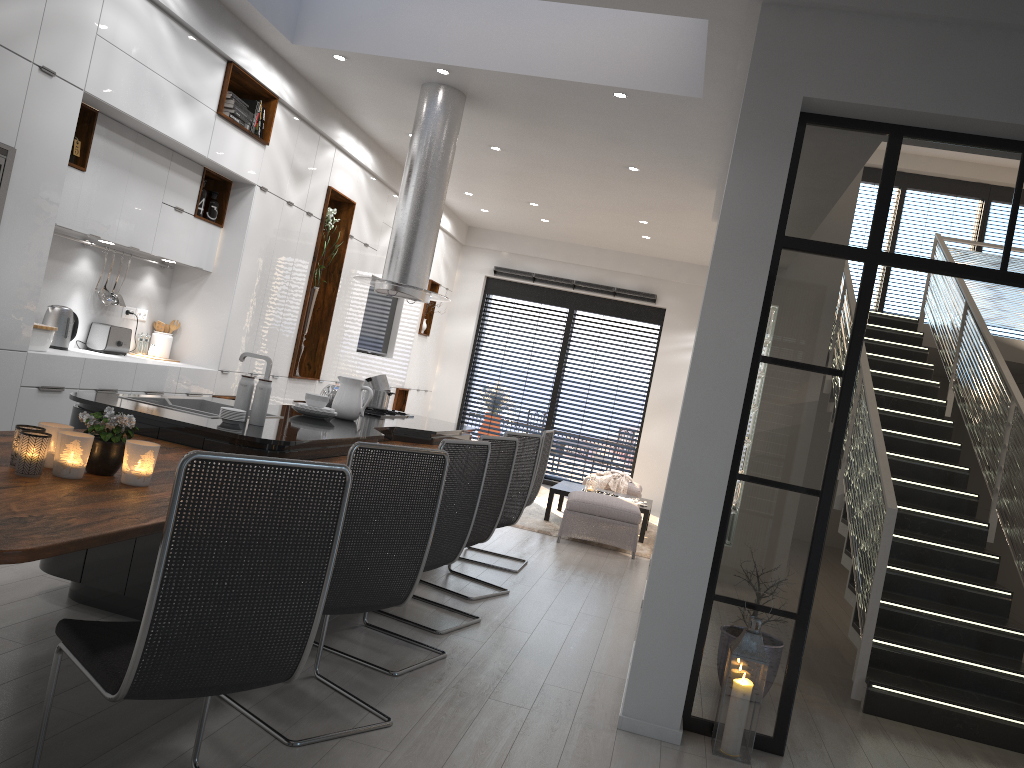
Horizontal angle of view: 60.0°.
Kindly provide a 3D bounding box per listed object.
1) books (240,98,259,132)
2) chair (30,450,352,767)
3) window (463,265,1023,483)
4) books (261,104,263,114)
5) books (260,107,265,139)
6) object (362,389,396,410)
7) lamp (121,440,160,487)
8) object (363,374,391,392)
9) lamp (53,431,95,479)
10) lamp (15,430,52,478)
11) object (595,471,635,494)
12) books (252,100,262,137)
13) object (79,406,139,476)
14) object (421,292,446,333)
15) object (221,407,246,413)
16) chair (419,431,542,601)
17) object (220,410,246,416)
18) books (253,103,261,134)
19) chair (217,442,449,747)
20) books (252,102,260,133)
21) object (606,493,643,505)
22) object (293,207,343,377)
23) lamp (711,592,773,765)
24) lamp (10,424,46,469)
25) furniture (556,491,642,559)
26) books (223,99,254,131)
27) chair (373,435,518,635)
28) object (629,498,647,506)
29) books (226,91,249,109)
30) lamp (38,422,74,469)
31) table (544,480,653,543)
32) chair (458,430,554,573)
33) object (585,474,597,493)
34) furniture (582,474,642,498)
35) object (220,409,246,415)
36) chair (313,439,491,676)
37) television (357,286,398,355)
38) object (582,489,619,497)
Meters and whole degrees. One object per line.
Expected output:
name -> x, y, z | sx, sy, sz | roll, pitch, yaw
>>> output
books -> -1.991, -1.975, 6.563 | 0.197, 0.269, 0.025 | 11, -1, 11
chair -> -0.851, 0.641, 2.317 | 0.469, 1.019, 0.538 | 12, -1, -44
window -> 3.871, -0.596, 12.313 | 8.573, 5.064, 0.462 | 11, -1, 10
books -> -1.985, -1.984, 6.672 | 0.204, 0.275, 0.020 | 11, -1, 11
books -> -1.969, -1.975, 6.723 | 0.211, 0.267, 0.025 | 11, -1, 11
object -> -1.040, 0.106, 6.623 | 0.252, 0.147, 0.266 | 12, 0, -36
lamp -> -1.104, 0.235, 2.624 | 0.096, 0.124, 0.095 | 11, -1, 44
object -> -1.031, 0.020, 6.623 | 0.255, 0.212, 0.250 | 12, -1, -44
lamp -> -1.260, 0.204, 2.538 | 0.095, 0.124, 0.095 | 11, -1, 4
lamp -> -1.326, 0.194, 2.449 | 0.078, 0.120, 0.078 | 11, -1, -6
object -> 1.199, 1.187, 10.355 | 0.418, 0.355, 0.759 | 11, 0, 19
books -> -1.986, -1.983, 6.647 | 0.253, 0.312, 0.030 | 11, -1, 11
object -> -1.219, 0.170, 2.673 | 0.151, 0.206, 0.157 | 11, -1, 28
object -> -1.101, -0.963, 11.580 | 0.480, 0.626, 0.315 | 11, -1, 2
object -> -1.231, 0.123, 3.915 | 0.111, 0.023, 0.111 | 11, 0, 23
chair -> -0.244, 0.754, 5.544 | 0.538, 1.019, 0.469 | 11, -1, 31
object -> -1.234, 0.136, 3.915 | 0.111, 0.023, 0.111 | 11, 0, 23
books -> -1.999, -1.983, 6.619 | 0.217, 0.272, 0.030 | 11, -1, 11
chair -> -0.668, 0.675, 3.236 | 0.538, 1.019, 0.469 | 11, -1, 41
books -> -1.988, -1.974, 6.588 | 0.194, 0.273, 0.025 | 11, -1, 11
object -> 1.102, 1.173, 9.012 | 0.401, 0.010, 0.399 | 11, 0, 20
object -> -1.850, -0.869, 8.232 | 0.323, 1.615, 0.322 | 10, -2, 37
lamp -> 0.956, 1.180, 3.631 | 0.148, 0.665, 0.156 | 11, -1, 11
lamp -> -1.384, 0.182, 2.528 | 0.078, 0.120, 0.078 | 11, -1, -6
furniture -> 0.811, 1.244, 8.123 | 0.700, 0.460, 0.699 | 11, 0, 6
books -> -2.054, -1.941, 6.356 | 0.279, 0.137, 0.345 | 11, 0, 6
chair -> -0.392, 0.727, 4.745 | 0.538, 1.019, 0.469 | 11, -1, 26
object -> 1.275, 1.197, 9.043 | 0.282, 0.032, 0.532 | 11, 0, 24
books -> -2.060, -2.036, 6.341 | 0.251, 0.047, 0.307 | 11, 0, 7
lamp -> -1.365, 0.183, 2.632 | 0.096, 0.124, 0.095 | 11, -1, 28
table -> 0.921, 1.320, 9.229 | 1.001, 0.350, 0.999 | 11, 0, 11
chair -> -0.078, 0.785, 6.491 | 0.537, 1.019, 0.470 | 11, -1, 11
object -> 0.819, 1.027, 9.133 | 0.110, 0.183, 0.119 | 11, -1, 17
furniture -> 1.168, 1.310, 10.406 | 0.700, 0.460, 0.698 | 11, 0, 11
object -> -1.233, 0.130, 3.915 | 0.111, 0.023, 0.111 | 11, 0, 23
chair -> -0.525, 0.702, 4.040 | 0.538, 1.019, 0.469 | 11, -1, 26
television -> -1.554, -0.749, 10.026 | 0.050, 0.805, 1.186 | 11, 0, 11
object -> 0.873, 1.116, 9.309 | 0.332, 0.030, 0.584 | 11, 0, -26
